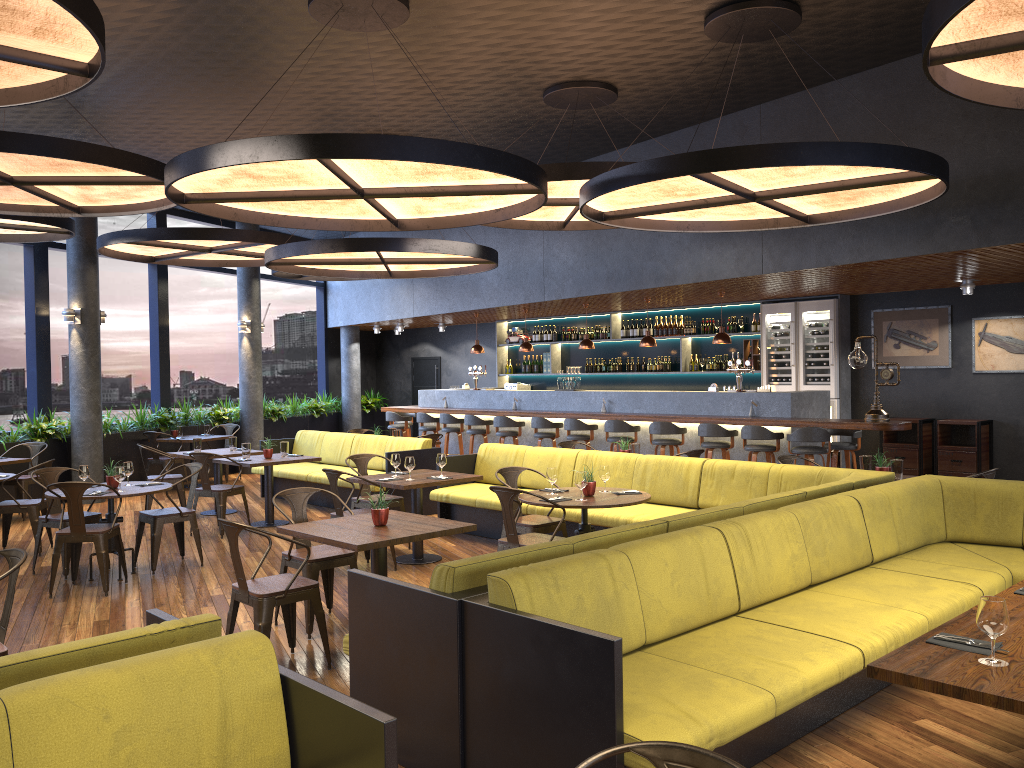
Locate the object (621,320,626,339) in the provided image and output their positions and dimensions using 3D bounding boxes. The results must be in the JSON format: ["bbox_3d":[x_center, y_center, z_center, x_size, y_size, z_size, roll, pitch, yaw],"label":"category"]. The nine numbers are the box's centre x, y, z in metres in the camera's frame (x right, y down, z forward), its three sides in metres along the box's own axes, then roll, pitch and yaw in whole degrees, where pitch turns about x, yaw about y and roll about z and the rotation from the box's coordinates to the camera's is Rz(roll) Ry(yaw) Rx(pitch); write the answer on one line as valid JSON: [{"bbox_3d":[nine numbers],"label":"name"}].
[{"bbox_3d":[1.895,-0.929,15.110,0.085,0.310,0.086,-1,1,-16],"label":"object"}]

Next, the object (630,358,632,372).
[{"bbox_3d":[2.050,-0.324,15.118,0.063,0.254,0.063,0,1,34],"label":"object"}]

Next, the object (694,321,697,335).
[{"bbox_3d":[2.909,-0.888,14.118,0.056,0.227,0.056,-2,1,-42],"label":"object"}]

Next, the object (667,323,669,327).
[{"bbox_3d":[2.533,-0.942,14.556,0.084,0.330,0.084,-2,1,-37],"label":"object"}]

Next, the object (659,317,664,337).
[{"bbox_3d":[2.446,-0.940,14.521,0.084,0.330,0.084,-2,1,-37],"label":"object"}]

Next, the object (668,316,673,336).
[{"bbox_3d":[2.577,-0.940,14.376,0.084,0.330,0.084,-2,1,-37],"label":"object"}]

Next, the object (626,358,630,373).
[{"bbox_3d":[1.969,-0.322,15.044,0.063,0.254,0.063,-1,1,19],"label":"object"}]

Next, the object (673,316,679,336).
[{"bbox_3d":[2.645,-0.940,14.308,0.084,0.330,0.084,-2,1,-37],"label":"object"}]

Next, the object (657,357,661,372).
[{"bbox_3d":[2.406,-0.321,14.545,0.063,0.254,0.063,0,1,39],"label":"object"}]

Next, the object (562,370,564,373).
[{"bbox_3d":[0.926,-0.225,16.191,0.042,0.059,0.042,-1,1,8],"label":"object"}]

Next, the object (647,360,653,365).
[{"bbox_3d":[2.321,-0.301,14.882,0.097,0.206,0.097,-1,1,-12],"label":"object"}]

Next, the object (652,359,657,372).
[{"bbox_3d":[2.367,-0.308,14.674,0.088,0.224,0.088,-1,1,-29],"label":"object"}]

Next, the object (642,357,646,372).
[{"bbox_3d":[2.224,-0.324,14.946,0.063,0.254,0.063,-1,1,4],"label":"object"}]

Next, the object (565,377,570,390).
[{"bbox_3d":[0.868,-0.003,13.604,0.105,0.209,0.105,-1,1,-9],"label":"object"}]

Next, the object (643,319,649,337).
[{"bbox_3d":[2.231,-0.929,14.763,0.085,0.310,0.086,-1,1,-10],"label":"object"}]

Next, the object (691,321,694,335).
[{"bbox_3d":[2.865,-0.887,14.076,0.056,0.227,0.056,0,1,33],"label":"object"}]

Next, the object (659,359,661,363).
[{"bbox_3d":[2.450,-0.310,14.751,0.088,0.224,0.088,0,1,41],"label":"object"}]

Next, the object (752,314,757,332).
[{"bbox_3d":[3.652,-0.916,13.354,0.079,0.281,0.079,-2,1,-35],"label":"object"}]

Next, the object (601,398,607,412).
[{"bbox_3d":[1.325,0.305,12.759,0.114,0.203,0.069,0,1,36],"label":"object"}]

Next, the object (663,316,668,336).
[{"bbox_3d":[2.510,-0.940,14.453,0.084,0.330,0.084,-2,1,-37],"label":"object"}]

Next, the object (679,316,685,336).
[{"bbox_3d":[2.754,-0.943,14.375,0.084,0.330,0.084,-2,1,-37],"label":"object"}]

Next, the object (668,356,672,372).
[{"bbox_3d":[2.585,-0.324,14.547,0.063,0.254,0.063,-1,1,19],"label":"object"}]

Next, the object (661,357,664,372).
[{"bbox_3d":[2.475,-0.323,14.613,0.063,0.254,0.063,-1,1,-16],"label":"object"}]

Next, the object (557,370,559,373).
[{"bbox_3d":[0.845,-0.225,16.276,0.042,0.059,0.042,-1,1,8],"label":"object"}]

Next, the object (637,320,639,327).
[{"bbox_3d":[2.118,-0.931,15.020,0.085,0.310,0.086,-1,1,-3],"label":"object"}]

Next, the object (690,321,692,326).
[{"bbox_3d":[2.866,-0.888,14.163,0.056,0.227,0.056,-1,1,8],"label":"object"}]

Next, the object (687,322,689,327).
[{"bbox_3d":[2.825,-0.888,14.206,0.056,0.227,0.056,-2,1,-42],"label":"object"}]

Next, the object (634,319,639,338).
[{"bbox_3d":[2.095,-0.929,14.902,0.085,0.310,0.086,-1,1,-16],"label":"object"}]

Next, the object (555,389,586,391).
[{"bbox_3d":[0.892,0.092,13.620,0.273,0.019,0.437,-2,1,-44],"label":"object"}]

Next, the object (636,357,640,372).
[{"bbox_3d":[2.137,-0.324,15.027,0.063,0.254,0.063,-1,1,19],"label":"object"}]

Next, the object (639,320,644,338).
[{"bbox_3d":[2.183,-0.931,14.947,0.085,0.310,0.086,-1,1,-33],"label":"object"}]

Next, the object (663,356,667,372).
[{"bbox_3d":[2.501,-0.322,14.480,0.063,0.254,0.063,-2,1,-36],"label":"object"}]

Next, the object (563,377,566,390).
[{"bbox_3d":[0.836,-0.004,13.723,0.105,0.209,0.105,-1,1,-9],"label":"object"}]

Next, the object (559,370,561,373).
[{"bbox_3d":[0.883,-0.224,16.182,0.042,0.059,0.042,-1,1,8],"label":"object"}]

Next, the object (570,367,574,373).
[{"bbox_3d":[1.088,-0.256,16.046,0.084,0.119,0.084,-1,1,1],"label":"object"}]

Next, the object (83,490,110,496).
[{"bbox_3d":[-3.423,0.899,7.334,0.157,0.019,0.255,-1,1,-1],"label":"object"}]

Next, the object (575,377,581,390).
[{"bbox_3d":[0.996,-0.004,13.559,0.105,0.209,0.105,-1,1,-9],"label":"object"}]

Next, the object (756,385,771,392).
[{"bbox_3d":[3.154,0.055,11.106,0.177,0.091,0.091,-1,1,21],"label":"object"}]

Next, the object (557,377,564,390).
[{"bbox_3d":[0.750,-0.002,13.657,0.105,0.209,0.105,-1,1,-9],"label":"object"}]

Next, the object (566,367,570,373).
[{"bbox_3d":[1.030,-0.256,16.107,0.084,0.119,0.084,-1,1,1],"label":"object"}]

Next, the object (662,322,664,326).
[{"bbox_3d":[2.469,-0.942,14.627,0.084,0.330,0.084,-2,1,-37],"label":"object"}]

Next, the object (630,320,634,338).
[{"bbox_3d":[2.033,-0.929,14.971,0.085,0.310,0.086,-1,1,-10],"label":"object"}]

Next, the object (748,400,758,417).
[{"bbox_3d":[2.990,0.304,11.019,0.114,0.203,0.069,-1,1,-9],"label":"object"}]

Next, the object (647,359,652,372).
[{"bbox_3d":[2.293,-0.308,14.751,0.088,0.224,0.088,-1,1,16],"label":"object"}]

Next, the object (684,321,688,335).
[{"bbox_3d":[2.780,-0.887,14.164,0.056,0.227,0.056,-1,1,8],"label":"object"}]

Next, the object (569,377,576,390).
[{"bbox_3d":[0.918,-0.002,13.475,0.105,0.209,0.105,-1,1,-9],"label":"object"}]

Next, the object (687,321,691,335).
[{"bbox_3d":[2.823,-0.887,14.121,0.056,0.227,0.056,-1,1,23],"label":"object"}]

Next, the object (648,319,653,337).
[{"bbox_3d":[2.315,-0.931,14.812,0.085,0.310,0.086,-1,1,-3],"label":"object"}]

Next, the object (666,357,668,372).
[{"bbox_3d":[2.547,-0.325,14.657,0.063,0.254,0.063,-1,1,-16],"label":"object"}]

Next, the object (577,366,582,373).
[{"bbox_3d":[1.208,-0.256,15.920,0.084,0.119,0.084,-1,1,1],"label":"object"}]

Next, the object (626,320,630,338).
[{"bbox_3d":[1.983,-0.931,15.155,0.085,0.310,0.086,-1,1,-29],"label":"object"}]

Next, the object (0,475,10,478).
[{"bbox_3d":[-5.083,0.906,8.694,0.255,0.019,0.157,-1,1,-12],"label":"object"}]

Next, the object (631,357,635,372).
[{"bbox_3d":[2.038,-0.322,14.970,0.063,0.254,0.063,-1,1,-6],"label":"object"}]

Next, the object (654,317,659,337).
[{"bbox_3d":[2.380,-0.940,14.588,0.084,0.330,0.084,-2,1,-37],"label":"object"}]

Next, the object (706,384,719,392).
[{"bbox_3d":[2.411,0.048,11.916,0.200,0.106,0.766,-2,1,-44],"label":"object"}]
